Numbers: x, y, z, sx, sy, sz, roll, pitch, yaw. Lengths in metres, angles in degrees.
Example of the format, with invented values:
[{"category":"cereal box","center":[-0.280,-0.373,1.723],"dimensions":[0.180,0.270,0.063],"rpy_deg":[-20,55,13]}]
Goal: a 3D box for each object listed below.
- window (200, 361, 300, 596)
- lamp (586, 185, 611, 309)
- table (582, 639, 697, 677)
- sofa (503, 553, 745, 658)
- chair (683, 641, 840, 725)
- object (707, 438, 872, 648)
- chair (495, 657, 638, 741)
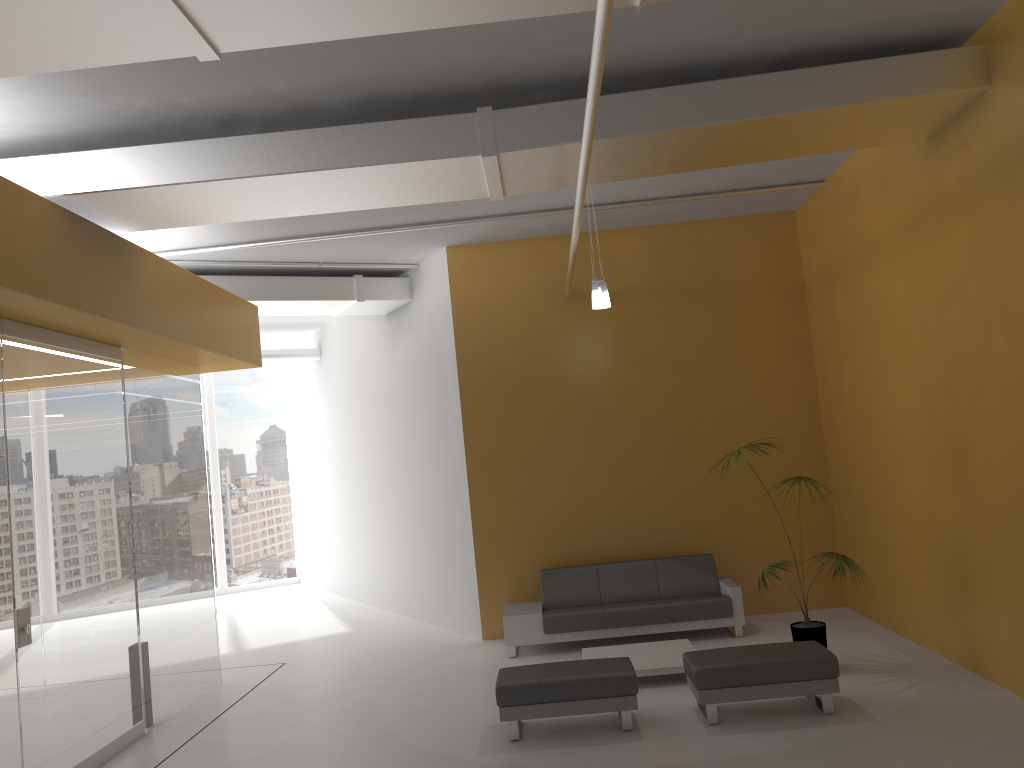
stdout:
[{"category":"window","center":[-6.796,1.728,15.873],"dimensions":[8.533,4.498,0.100],"rpy_deg":[-3,-5,-28]},{"category":"lamp","center":[0.755,-1.303,8.120],"dimensions":[0.174,1.227,0.174],"rpy_deg":[-10,-6,43]},{"category":"table","center":[1.144,2.480,7.847],"dimensions":[1.000,0.150,1.000],"rpy_deg":[-6,-5,2]},{"category":"sofa","center":[1.117,2.290,9.253],"dimensions":[2.400,0.761,0.860],"rpy_deg":[-6,-5,2]},{"category":"chair","center":[1.807,2.164,6.472],"dimensions":[1.012,0.423,0.575],"rpy_deg":[-6,-5,2]},{"category":"object","center":[2.315,1.421,7.442],"dimensions":[1.222,1.956,0.912],"rpy_deg":[-10,-6,42]},{"category":"chair","center":[0.408,2.308,6.538],"dimensions":[1.012,0.423,0.575],"rpy_deg":[-6,-5,2]}]
